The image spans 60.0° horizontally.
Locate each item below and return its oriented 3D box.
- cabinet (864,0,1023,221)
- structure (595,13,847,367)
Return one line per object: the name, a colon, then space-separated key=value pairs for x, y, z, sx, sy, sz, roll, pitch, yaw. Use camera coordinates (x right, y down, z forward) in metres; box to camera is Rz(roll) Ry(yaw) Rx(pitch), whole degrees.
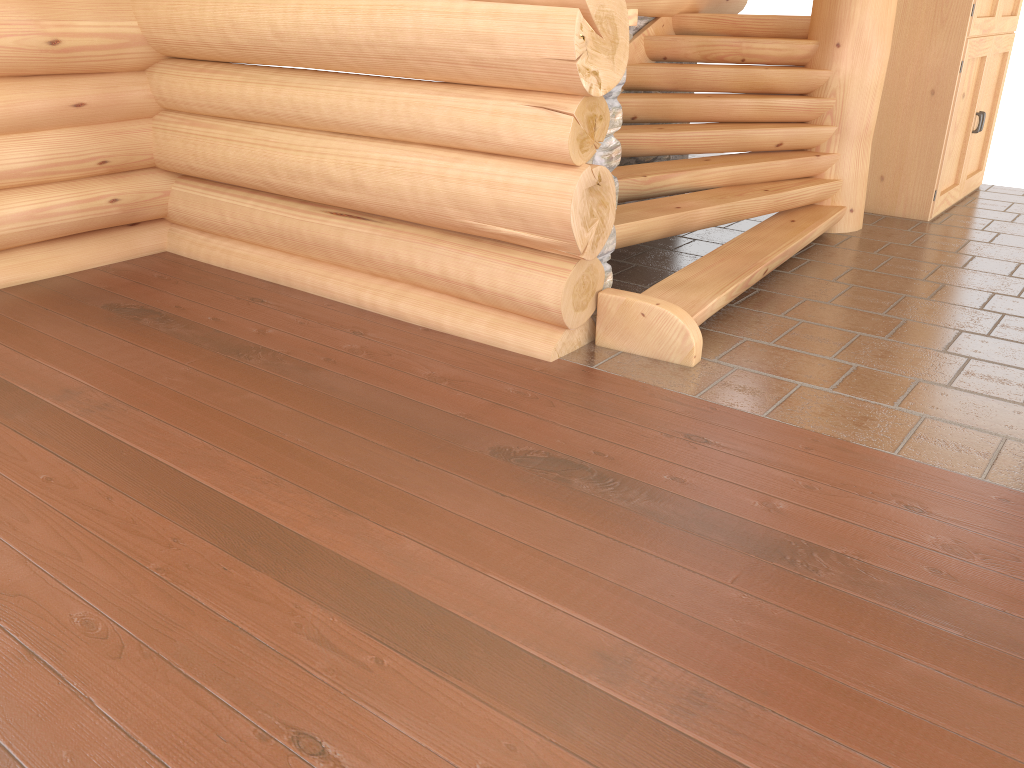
cabinet: x=3.569 y=-2.707 z=7.173 sx=0.670 sy=2.403 sz=1.847 roll=18 pitch=29 yaw=33
structure: x=0.946 y=-1.642 z=5.617 sx=1.951 sy=1.643 sz=3.604 roll=14 pitch=27 yaw=28
